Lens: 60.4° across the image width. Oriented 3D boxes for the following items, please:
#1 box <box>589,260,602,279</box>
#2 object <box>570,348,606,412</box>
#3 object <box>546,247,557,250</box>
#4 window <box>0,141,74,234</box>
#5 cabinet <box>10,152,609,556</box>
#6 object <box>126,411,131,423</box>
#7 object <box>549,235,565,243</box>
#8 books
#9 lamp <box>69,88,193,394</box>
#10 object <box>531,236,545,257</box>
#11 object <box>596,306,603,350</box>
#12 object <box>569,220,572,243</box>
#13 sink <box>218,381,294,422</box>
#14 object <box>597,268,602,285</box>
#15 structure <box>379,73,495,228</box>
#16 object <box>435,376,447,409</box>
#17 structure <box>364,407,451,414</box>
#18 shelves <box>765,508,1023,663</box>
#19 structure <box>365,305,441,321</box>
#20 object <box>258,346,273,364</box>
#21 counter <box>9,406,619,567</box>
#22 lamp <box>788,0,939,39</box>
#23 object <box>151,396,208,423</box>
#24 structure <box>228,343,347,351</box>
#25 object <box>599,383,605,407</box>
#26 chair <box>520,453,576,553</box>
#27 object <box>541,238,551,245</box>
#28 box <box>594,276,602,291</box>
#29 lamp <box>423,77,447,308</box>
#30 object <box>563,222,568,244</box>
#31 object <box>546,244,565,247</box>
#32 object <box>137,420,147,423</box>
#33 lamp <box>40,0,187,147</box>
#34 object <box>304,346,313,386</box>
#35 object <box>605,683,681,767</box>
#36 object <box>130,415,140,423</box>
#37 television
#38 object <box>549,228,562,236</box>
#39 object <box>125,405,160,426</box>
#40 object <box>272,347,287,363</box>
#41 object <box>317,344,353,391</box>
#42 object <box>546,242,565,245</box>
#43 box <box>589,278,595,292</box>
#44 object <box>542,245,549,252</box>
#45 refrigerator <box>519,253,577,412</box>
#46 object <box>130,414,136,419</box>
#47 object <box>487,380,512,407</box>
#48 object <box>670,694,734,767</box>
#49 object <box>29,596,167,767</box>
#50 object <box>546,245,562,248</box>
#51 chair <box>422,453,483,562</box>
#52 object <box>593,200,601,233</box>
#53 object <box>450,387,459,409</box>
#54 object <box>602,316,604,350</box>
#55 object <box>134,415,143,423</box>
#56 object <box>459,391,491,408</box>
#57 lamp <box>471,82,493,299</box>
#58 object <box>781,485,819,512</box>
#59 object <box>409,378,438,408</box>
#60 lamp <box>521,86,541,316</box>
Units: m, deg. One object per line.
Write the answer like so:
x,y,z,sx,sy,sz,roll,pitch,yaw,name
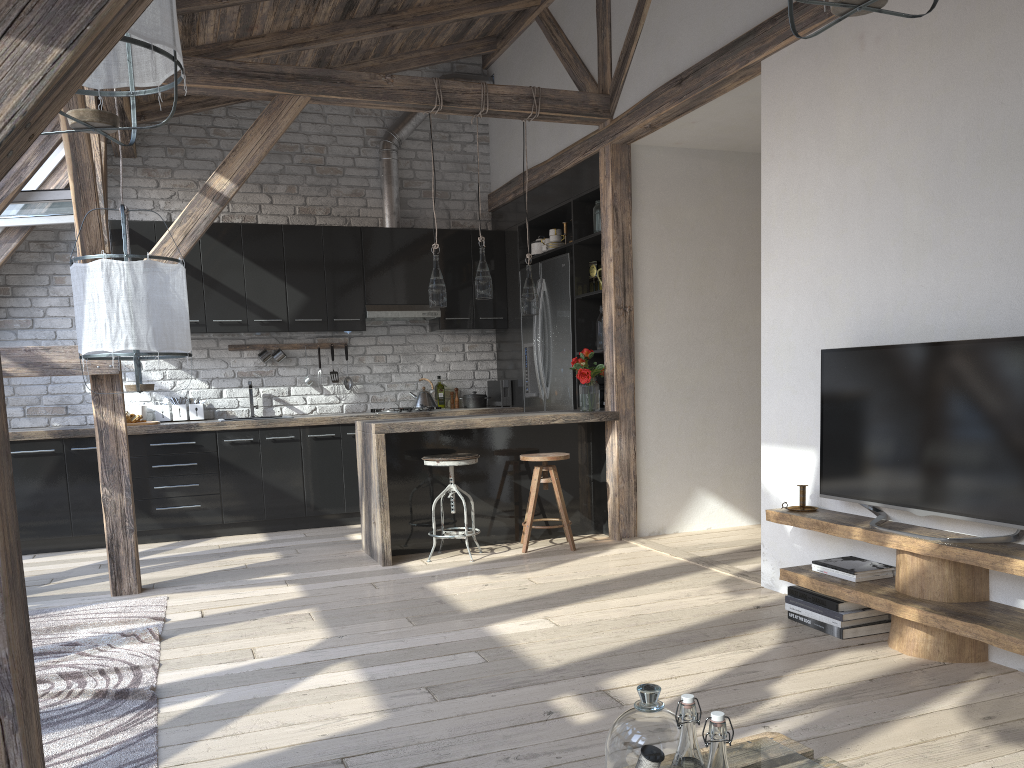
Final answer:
0.585,-0.788,6.072,0.082,0.115,0.082,-6,7,-41,box
0.501,-0.028,5.787,0.251,0.420,0.308,-1,5,12,object
0.328,-0.997,6.537,0.149,0.023,0.147,-2,0,6,object
-3.398,-1.083,5.520,1.516,1.293,0.848,-3,5,-21,window
-1.333,-0.157,6.129,4.203,2.540,2.075,-3,4,-21,cabinet
-2.771,0.239,6.251,0.089,0.088,0.086,-6,5,-44,object
0.331,-1.065,6.525,0.106,0.068,0.093,-3,3,-10,object
1.373,0.880,3.683,0.290,0.268,0.357,-3,3,-21,books
-1.490,-0.915,3.330,0.400,1.920,0.401,1,7,20,lamp
0.237,-1.071,6.888,0.186,0.176,0.206,-1,3,20,object
0.618,-0.381,6.004,0.085,0.306,0.085,-6,8,-29,object
0.443,-1.075,6.157,0.095,0.174,0.095,3,8,42,object
-1.967,0.236,6.727,0.524,0.522,0.510,-4,4,-21,sink
0.668,-0.706,5.930,0.135,0.172,0.149,-5,5,-35,object
-0.611,-1.891,7.219,0.980,1.301,0.168,-4,7,-21,structure
-0.600,0.072,7.473,0.089,0.286,0.081,-5,7,-25,object
-0.853,0.210,7.151,0.604,0.032,0.493,-2,0,-21,structure
1.512,0.786,3.301,0.330,0.455,1.593,-4,1,-21,shelves
-0.919,-0.579,7.151,0.598,0.105,0.366,-2,1,-21,structure
-1.946,-0.230,6.935,0.117,0.141,0.092,-4,5,-19,object
-1.468,0.682,6.099,3.801,0.862,2.228,-2,1,-21,counter
0.635,-1.243,1.579,0.407,1.098,0.394,0,7,20,lamp
-2.536,0.186,6.725,0.404,0.203,0.146,-3,5,-19,object
-1.770,-0.298,7.009,0.929,0.046,0.081,-2,2,-21,structure
0.617,0.078,6.164,0.133,0.167,0.133,-5,5,-31,object
0.218,0.747,5.607,0.341,0.603,0.337,-2,6,-1,chair
0.273,-1.064,6.666,0.094,0.068,0.105,-2,2,7,object
0.616,-0.676,6.040,0.082,0.115,0.082,-3,5,-11,box
-0.452,-1.114,5.198,0.108,1.305,0.222,-5,8,-19,lamp
0.385,-1.071,6.303,0.059,0.170,0.059,-7,8,-36,object
0.327,-1.021,6.533,0.149,0.026,0.147,-2,1,21,object
-2.674,0.270,6.354,0.068,0.017,0.077,-3,1,-43,object
-0.964,-1.224,1.906,0.398,1.321,0.403,5,9,45,lamp
-1.645,-0.148,7.065,0.070,0.330,0.065,-5,8,-21,object
0.241,0.643,1.534,0.155,0.250,0.154,2,7,37,object
-2.703,0.250,6.301,0.083,0.058,0.072,0,4,45,object
1.530,0.203,3.251,0.206,0.713,1.095,-5,3,-21,television
0.327,-1.110,6.514,0.093,0.068,0.105,-4,3,-35,object
-2.807,0.231,6.423,0.379,0.135,0.588,-3,1,-33,object
-1.841,-0.234,6.966,0.117,0.141,0.092,-2,5,-4,object
-1.434,-0.134,7.112,0.281,0.386,0.069,-4,7,-20,object
0.327,-1.032,6.532,0.149,0.026,0.147,-2,1,21,object
0.589,-0.676,6.122,0.082,0.115,0.082,-4,5,-21,box
0.281,-1.018,6.675,0.106,0.068,0.093,-1,3,31,object
0.589,0.042,6.814,0.849,1.946,0.934,-4,6,-21,refrigerator
-2.747,0.247,6.339,0.079,0.068,0.074,1,5,41,object
-0.109,0.082,7.515,0.088,0.229,0.349,-5,3,-21,object
0.300,0.630,1.380,0.071,0.271,0.152,-5,6,-21,object
-2.294,1.123,2.814,2.181,0.057,3.167,-2,0,-21,object
0.327,-1.009,6.535,0.149,0.026,0.147,-2,1,21,object
-0.361,0.750,5.397,0.354,0.644,0.349,-1,6,13,chair
0.597,-1.096,5.783,0.124,0.209,0.123,-4,6,-16,object
-0.493,0.117,7.540,0.080,0.186,0.039,-3,7,-8,object
0.653,-0.405,5.861,0.109,0.355,0.107,-1,7,9,object
-2.692,0.251,6.327,0.072,0.055,0.082,-5,4,-45,object
-0.316,0.133,7.493,0.246,0.142,0.207,-3,3,-22,object
-0.185,-1.150,5.304,0.108,1.254,0.236,-3,7,-9,lamp
1.296,0.507,3.923,0.138,0.114,0.139,-5,4,-38,object
-0.713,0.071,7.134,0.221,0.238,0.220,-5,5,-31,object
0.111,-1.109,5.414,0.109,1.359,0.223,-5,8,-19,lamp
